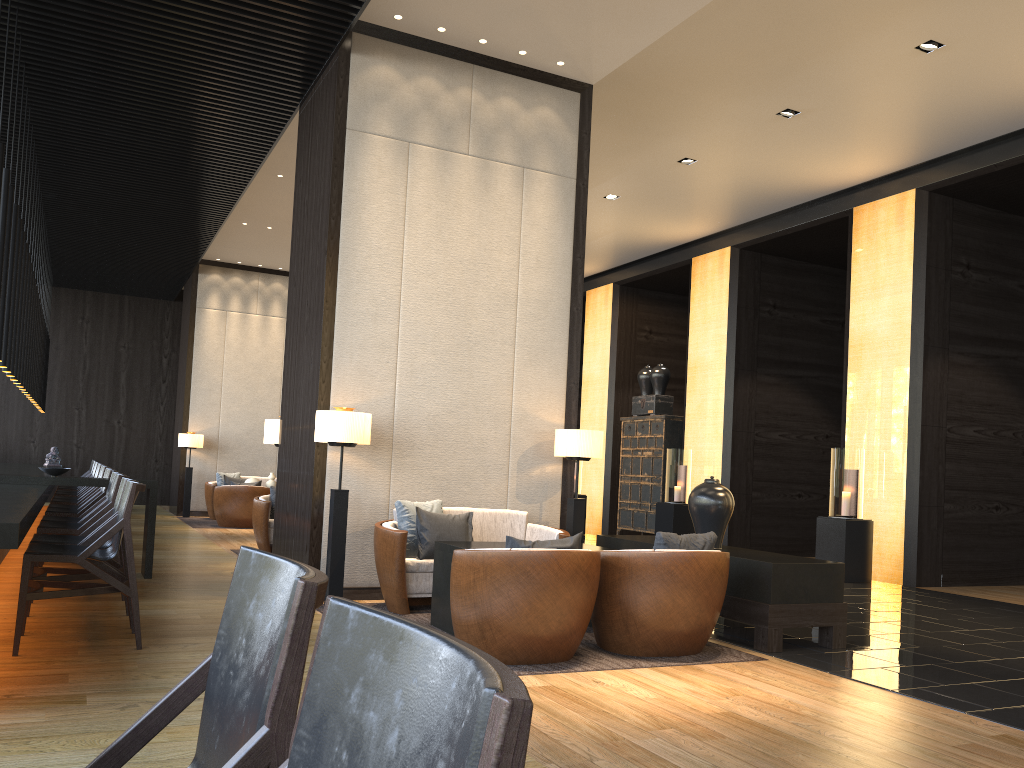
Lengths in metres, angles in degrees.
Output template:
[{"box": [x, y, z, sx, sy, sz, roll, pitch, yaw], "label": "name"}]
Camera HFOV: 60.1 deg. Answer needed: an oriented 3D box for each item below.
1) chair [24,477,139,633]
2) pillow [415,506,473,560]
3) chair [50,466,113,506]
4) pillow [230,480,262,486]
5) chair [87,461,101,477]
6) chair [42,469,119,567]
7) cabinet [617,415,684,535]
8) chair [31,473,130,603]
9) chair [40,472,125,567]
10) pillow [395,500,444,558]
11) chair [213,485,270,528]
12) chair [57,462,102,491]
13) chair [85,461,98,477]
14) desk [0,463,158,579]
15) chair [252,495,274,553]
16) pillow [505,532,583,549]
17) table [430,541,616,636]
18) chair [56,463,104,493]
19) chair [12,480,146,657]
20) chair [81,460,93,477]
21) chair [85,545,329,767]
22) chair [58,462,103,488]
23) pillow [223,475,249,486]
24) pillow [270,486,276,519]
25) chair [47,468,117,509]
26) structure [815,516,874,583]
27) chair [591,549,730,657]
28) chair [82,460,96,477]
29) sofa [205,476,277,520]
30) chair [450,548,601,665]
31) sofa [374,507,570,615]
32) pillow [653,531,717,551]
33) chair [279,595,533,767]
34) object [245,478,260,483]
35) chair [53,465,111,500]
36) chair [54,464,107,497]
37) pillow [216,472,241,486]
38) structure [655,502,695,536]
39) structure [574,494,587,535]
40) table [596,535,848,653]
[{"box": [-2.418, 0.937, 5.000, 0.564, 0.825, 0.526, 5, -4, -26], "label": "chair"}, {"box": [-0.477, 1.037, 6.169, 0.473, 0.360, 0.219, 5, -4, -29], "label": "pillow"}, {"box": [-4.268, 1.219, 8.759, 0.564, 0.825, 0.526, 5, -4, -26], "label": "chair"}, {"box": [-3.735, 1.509, 12.416, 0.442, 0.337, 0.205, 4, -4, -19], "label": "pillow"}, {"box": [-6.395, 1.544, 13.081, 0.564, 0.825, 0.526, 5, -4, -26], "label": "chair"}, {"box": [-3.567, 1.112, 7.334, 0.564, 0.825, 0.526, 5, -4, -26], "label": "chair"}, {"box": [2.166, 1.469, 13.550, 0.548, 1.918, 1.189, 4, -3, -26], "label": "cabinet"}, {"box": [-2.866, 1.005, 5.909, 0.564, 0.825, 0.526, 5, -4, -26], "label": "chair"}, {"box": [-3.120, 1.044, 6.425, 0.564, 0.825, 0.526, 5, -4, -26], "label": "chair"}, {"box": [-0.634, 1.018, 6.265, 0.201, 0.398, 0.434, 0, -5, 42], "label": "pillow"}, {"box": [-3.795, 1.729, 12.517, 0.805, 0.602, 0.607, 5, -5, -26], "label": "chair"}, {"box": [-5.682, 1.435, 11.633, 0.564, 0.825, 0.526, 5, -4, -26], "label": "chair"}, {"box": [-6.648, 1.583, 13.597, 0.564, 0.825, 0.526, 5, -4, -26], "label": "chair"}, {"box": [-1.501, 0.743, 2.292, 1.783, 0.757, 28.781, 5, -6, -26], "label": "desk"}, {"box": [-2.376, 1.493, 9.439, 0.805, 0.602, 0.607, 5, -5, -26], "label": "chair"}, {"box": [0.161, 0.914, 4.499, 0.442, 0.337, 0.205, 4, -4, -19], "label": "pillow"}, {"box": [0.100, 1.261, 5.469, 1.044, 0.516, 0.576, 5, -5, -26], "label": "table"}, {"box": [-5.223, 1.365, 10.700, 0.564, 0.825, 0.526, 5, -4, -26], "label": "chair"}, {"box": [-2.165, 0.898, 4.485, 0.564, 0.825, 0.526, 5, -4, -26], "label": "chair"}, {"box": [-7.361, 1.691, 15.045, 0.564, 0.825, 0.526, 5, -4, -26], "label": "chair"}, {"box": [-0.545, 0.651, 1.194, 0.564, 0.825, 0.526, 5, -4, -26], "label": "chair"}, {"box": [-5.936, 1.474, 12.148, 0.564, 0.825, 0.526, 5, -4, -26], "label": "chair"}, {"box": [-4.372, 1.631, 14.086, 0.473, 0.360, 0.219, 5, -4, -29], "label": "pillow"}, {"box": [-2.416, 1.286, 9.554, 0.399, 0.361, 0.222, 5, -4, -25], "label": "pillow"}, {"box": [-3.821, 1.151, 7.850, 0.564, 0.825, 0.526, 5, -4, -26], "label": "chair"}, {"box": [3.521, 1.750, 9.391, 0.403, 0.656, 0.403, 4, -4, -26], "label": "structure"}, {"box": [0.867, 1.211, 4.976, 0.805, 0.602, 0.607, 5, -5, -26], "label": "chair"}, {"box": [-7.107, 1.653, 14.529, 0.564, 0.825, 0.526, 5, -4, -26], "label": "chair"}, {"box": [-4.198, 1.835, 14.232, 1.451, 0.691, 0.603, 5, -4, -26], "label": "sofa"}, {"box": [0.101, 1.135, 4.600, 0.805, 0.602, 0.607, 5, -5, -26], "label": "chair"}, {"box": [-0.302, 1.240, 6.315, 1.451, 0.691, 0.603, 5, -4, -26], "label": "sofa"}, {"box": [0.930, 0.987, 4.879, 0.399, 0.361, 0.222, 5, -4, -25], "label": "pillow"}, {"box": [-0.291, 0.613, 0.678, 0.564, 0.825, 0.526, 5, -4, -26], "label": "chair"}, {"box": [-3.962, 1.520, 13.541, 0.245, 0.167, 0.246, 1, -5, 22], "label": "object"}, {"box": [-4.522, 1.258, 9.275, 0.564, 0.825, 0.526, 5, -4, -26], "label": "chair"}, {"box": [-4.969, 1.326, 10.184, 0.564, 0.825, 0.526, 5, -4, -26], "label": "chair"}, {"box": [-4.530, 1.612, 14.182, 0.201, 0.398, 0.434, 0, -5, 42], "label": "pillow"}, {"box": [2.225, 1.948, 12.025, 0.403, 0.656, 0.403, 4, -4, -26], "label": "structure"}, {"box": [0.949, 2.143, 14.618, 0.403, 0.656, 0.403, 4, -4, -26], "label": "structure"}, {"box": [1.326, 1.385, 6.117, 0.621, 0.511, 1.963, 5, -6, -26], "label": "table"}]
